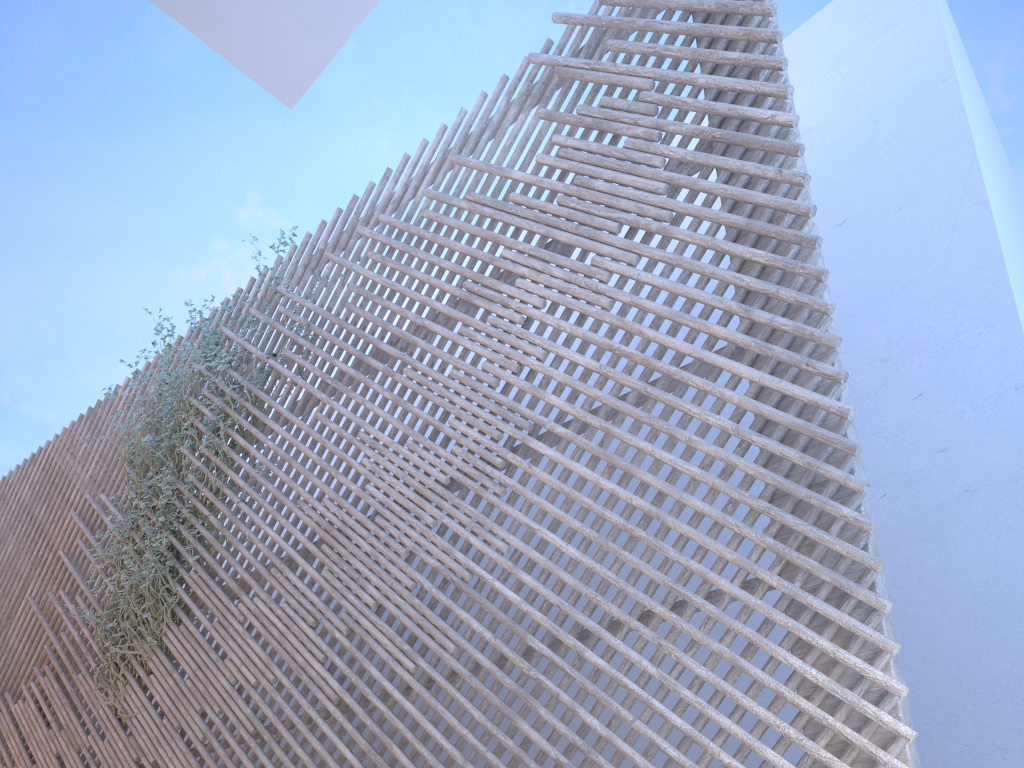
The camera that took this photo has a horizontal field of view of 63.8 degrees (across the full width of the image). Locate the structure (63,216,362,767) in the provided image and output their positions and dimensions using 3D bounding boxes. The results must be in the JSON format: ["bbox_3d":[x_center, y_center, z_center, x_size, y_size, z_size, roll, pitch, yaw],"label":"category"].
[{"bbox_3d":[-1.625,0.693,4.287,2.514,2.339,0.794,-21,-25,32],"label":"structure"}]
